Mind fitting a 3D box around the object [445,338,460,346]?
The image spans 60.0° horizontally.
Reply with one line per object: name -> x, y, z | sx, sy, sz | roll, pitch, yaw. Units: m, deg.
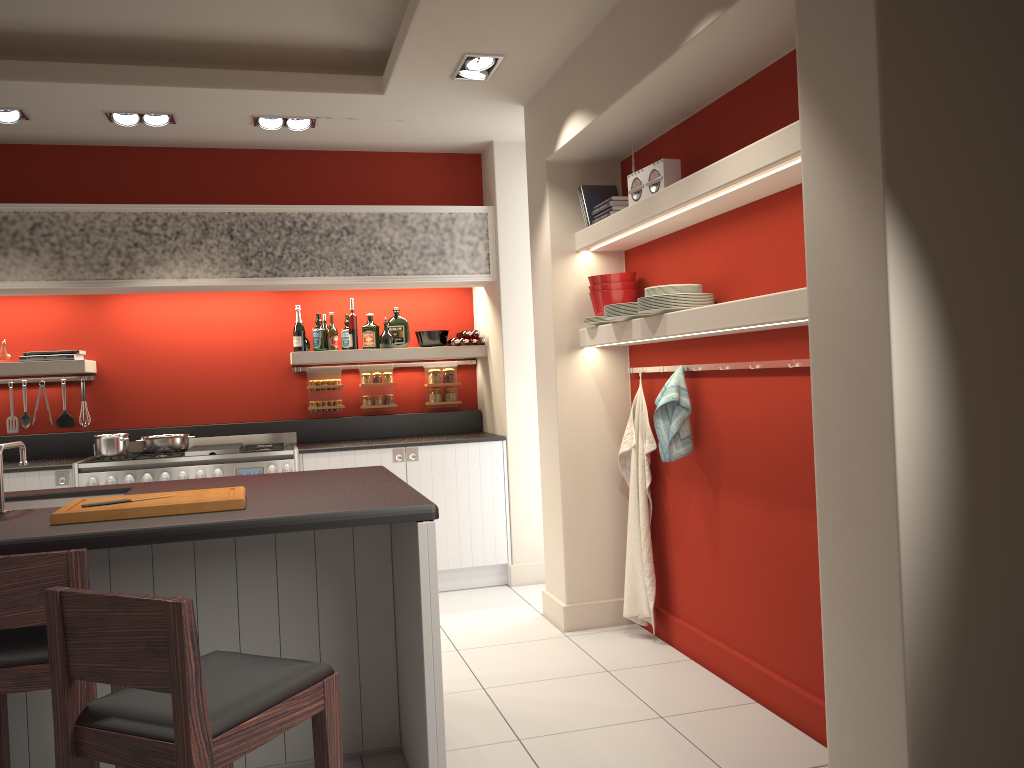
object -> -0.427, -0.303, 6.464 | 0.062, 0.062, 0.366 | -3, 1, -15

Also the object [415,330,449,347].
object -> -0.586, -0.327, 6.519 | 0.251, 0.121, 0.251 | -3, 1, -33

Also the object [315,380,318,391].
object -> -1.405, 0.012, 6.379 | 0.034, 0.078, 0.034 | -3, 0, 6

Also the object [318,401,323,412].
object -> -1.372, 0.159, 6.347 | 0.034, 0.078, 0.034 | -3, 0, 6

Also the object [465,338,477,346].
object -> -0.312, -0.308, 6.517 | 0.061, 0.061, 0.366 | -3, 1, -15

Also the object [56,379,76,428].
object -> -3.025, 0.131, 6.000 | 0.123, 0.331, 0.040 | -3, 0, -15

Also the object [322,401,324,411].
object -> -1.361, 0.158, 6.390 | 0.034, 0.078, 0.034 | -3, 0, 6

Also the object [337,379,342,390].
object -> -1.253, 0.004, 6.420 | 0.034, 0.078, 0.034 | -3, 0, 6

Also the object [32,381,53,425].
object -> -3.155, 0.129, 5.947 | 0.124, 0.297, 0.009 | -3, 0, -15

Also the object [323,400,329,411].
object -> -1.334, 0.157, 6.357 | 0.034, 0.078, 0.034 | -3, 0, 6

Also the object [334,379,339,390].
object -> -1.265, 0.005, 6.377 | 0.034, 0.078, 0.034 | -3, 0, 6

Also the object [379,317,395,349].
object -> -0.892, -0.363, 6.287 | 0.113, 0.226, 0.113 | -3, 0, -4

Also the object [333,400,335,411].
object -> -1.284, 0.154, 6.410 | 0.034, 0.078, 0.034 | -3, 0, 6

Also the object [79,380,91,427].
object -> -2.903, 0.131, 6.014 | 0.069, 0.328, 0.069 | -3, 0, -38

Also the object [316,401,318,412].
object -> -1.399, 0.160, 6.379 | 0.034, 0.078, 0.034 | -3, 0, 6

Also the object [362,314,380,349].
object -> -1.016, -0.374, 6.384 | 0.112, 0.260, 0.071 | -3, 0, 14

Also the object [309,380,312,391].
object -> -1.443, 0.013, 6.369 | 0.034, 0.078, 0.034 | -3, 0, 6

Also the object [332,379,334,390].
object -> -1.291, 0.006, 6.410 | 0.034, 0.078, 0.034 | -3, 0, 6

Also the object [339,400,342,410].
object -> -1.246, 0.152, 6.420 | 0.034, 0.078, 0.034 | -3, 0, 6

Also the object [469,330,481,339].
object -> -0.278, -0.364, 6.505 | 0.062, 0.062, 0.366 | -3, 1, -15

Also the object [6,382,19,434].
object -> -3.431, 0.160, 5.868 | 0.287, 0.351, 0.022 | -3, 0, -14

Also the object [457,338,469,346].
object -> -0.367, -0.306, 6.480 | 0.062, 0.062, 0.366 | -3, 1, -15

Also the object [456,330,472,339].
object -> -0.345, -0.361, 6.510 | 0.062, 0.062, 0.366 | -3, 1, -15

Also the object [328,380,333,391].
object -> -1.303, 0.007, 6.366 | 0.034, 0.078, 0.034 | -3, 0, 6

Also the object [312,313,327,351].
object -> -1.343, -0.359, 6.175 | 0.094, 0.264, 0.094 | -3, 0, -26

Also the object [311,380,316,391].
object -> -1.416, 0.012, 6.336 | 0.034, 0.078, 0.034 | -3, 0, 6

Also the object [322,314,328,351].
object -> -1.344, -0.367, 6.376 | 0.083, 0.277, 0.083 | -3, 0, -11

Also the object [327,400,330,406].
object -> -1.322, 0.156, 6.400 | 0.034, 0.078, 0.034 | -3, 0, 6

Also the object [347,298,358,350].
object -> -1.138, -0.421, 6.300 | 0.062, 0.366, 0.210 | -3, 0, -16

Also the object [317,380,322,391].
object -> -1.378, 0.011, 6.346 | 0.034, 0.078, 0.034 | -3, 0, 6

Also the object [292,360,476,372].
object -> -0.933, -0.134, 6.571 | 1.355, 0.034, 0.048 | -3, 0, -15

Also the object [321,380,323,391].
object -> -1.368, 0.010, 6.389 | 0.034, 0.078, 0.034 | -3, 0, 6

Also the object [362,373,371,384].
object -> -1.060, -0.035, 6.456 | 0.068, 0.088, 0.068 | -3, 0, 6

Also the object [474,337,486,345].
object -> -0.246, -0.311, 6.515 | 0.061, 0.061, 0.366 | -3, 1, -15

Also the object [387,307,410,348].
object -> -0.834, -0.404, 6.443 | 0.186, 0.303, 0.057 | -3, 0, 15

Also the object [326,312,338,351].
object -> -1.278, -0.372, 6.303 | 0.080, 0.278, 0.080 | -3, 0, -12

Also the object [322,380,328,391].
object -> -1.341, 0.009, 6.356 | 0.034, 0.078, 0.034 | -3, 0, 6

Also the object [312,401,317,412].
object -> -1.409, 0.161, 6.337 | 0.034, 0.078, 0.034 | -3, 0, 6

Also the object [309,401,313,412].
object -> -1.436, 0.161, 6.369 | 0.034, 0.078, 0.034 | -3, 0, 6

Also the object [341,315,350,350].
object -> -1.181, -0.368, 6.386 | 0.094, 0.263, 0.094 | -2, 0, 41

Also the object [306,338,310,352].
object -> -1.505, -0.335, 6.345 | 0.113, 0.226, 0.113 | -2, 0, 26

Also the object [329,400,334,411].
object -> -1.296, 0.155, 6.367 | 0.034, 0.078, 0.034 | -3, 0, 6

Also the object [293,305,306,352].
object -> -1.479, -0.386, 6.161 | 0.083, 0.331, 0.083 | -3, 0, -44

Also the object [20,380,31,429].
object -> -3.250, 0.137, 5.919 | 0.067, 0.323, 0.022 | -3, 0, -16

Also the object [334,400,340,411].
object -> -1.259, 0.153, 6.377 | 0.034, 0.078, 0.034 | -3, 0, 6
